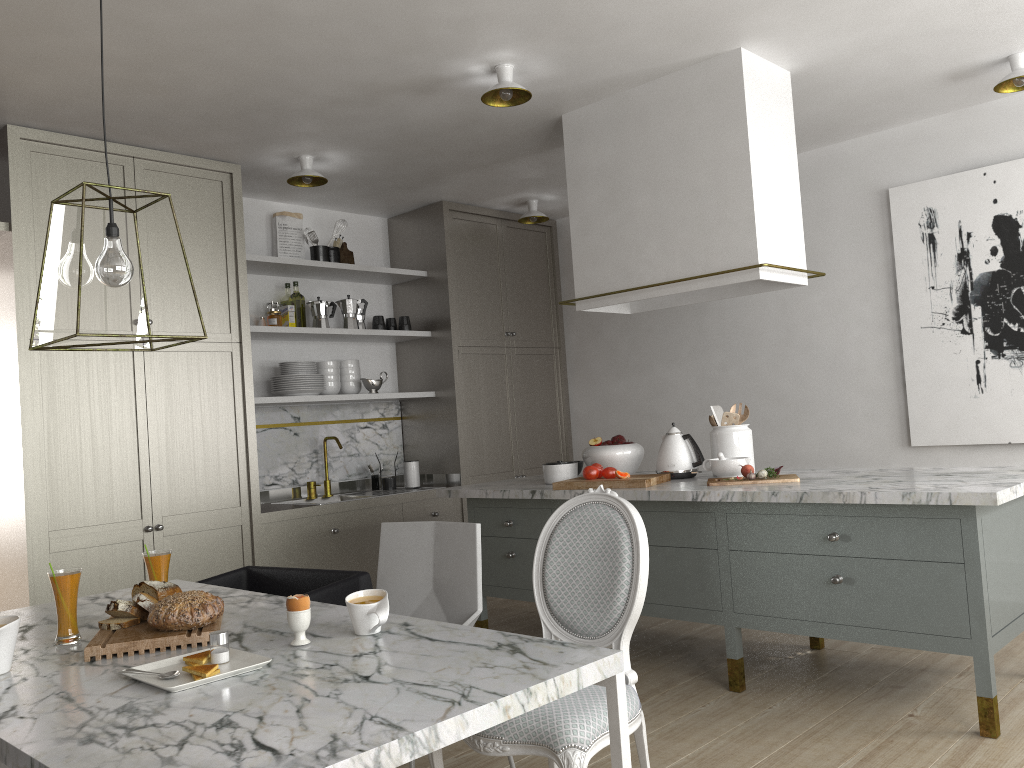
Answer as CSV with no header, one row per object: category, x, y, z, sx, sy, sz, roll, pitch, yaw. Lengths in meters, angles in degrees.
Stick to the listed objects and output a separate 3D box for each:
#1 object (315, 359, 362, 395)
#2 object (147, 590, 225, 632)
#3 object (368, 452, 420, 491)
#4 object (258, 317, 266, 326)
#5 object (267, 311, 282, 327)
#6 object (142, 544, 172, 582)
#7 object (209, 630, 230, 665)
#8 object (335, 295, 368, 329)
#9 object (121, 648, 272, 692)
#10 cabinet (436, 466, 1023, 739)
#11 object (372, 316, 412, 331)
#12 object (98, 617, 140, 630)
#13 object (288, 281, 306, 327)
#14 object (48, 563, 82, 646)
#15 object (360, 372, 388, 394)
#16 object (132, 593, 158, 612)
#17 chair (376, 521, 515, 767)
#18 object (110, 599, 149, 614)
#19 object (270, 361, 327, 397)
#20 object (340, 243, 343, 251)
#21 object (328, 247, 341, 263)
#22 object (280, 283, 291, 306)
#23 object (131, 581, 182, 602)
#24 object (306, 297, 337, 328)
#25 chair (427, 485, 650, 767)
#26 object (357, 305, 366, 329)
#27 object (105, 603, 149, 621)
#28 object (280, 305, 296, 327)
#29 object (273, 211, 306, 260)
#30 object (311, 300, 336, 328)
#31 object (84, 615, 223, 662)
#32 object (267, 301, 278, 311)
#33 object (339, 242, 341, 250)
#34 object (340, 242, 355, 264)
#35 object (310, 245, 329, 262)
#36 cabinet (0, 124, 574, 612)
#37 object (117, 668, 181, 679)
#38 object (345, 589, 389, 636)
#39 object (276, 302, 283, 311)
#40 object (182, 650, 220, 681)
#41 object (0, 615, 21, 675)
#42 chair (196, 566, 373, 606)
object,-1.025,-0.032,5.238,0.149,0.216,0.309,-6,-3,36
object,-0.724,0.501,1.975,0.157,0.075,0.151,-4,-2,-11
object,-0.712,0.517,5.322,0.307,0.229,0.144,-4,-2,-3
object,-1.383,-0.329,4.911,0.046,0.084,0.046,-3,-2,-20
object,-1.299,-0.345,4.857,0.078,0.101,0.078,-4,-2,0
object,-0.897,0.495,2.250,0.071,0.188,0.071,-3,-3,-26
object,-0.570,0.513,1.727,0.036,0.060,0.036,-4,-2,-5
object,-0.929,-0.414,5.144,0.175,0.212,0.111,-5,-2,15
object,-0.596,0.538,1.675,0.212,0.014,0.212,-6,-3,43
cabinet,0.823,0.745,3.577,2.360,0.721,0.870,-6,-3,44
object,-0.755,-0.358,5.410,0.264,0.098,0.173,-2,-3,-38
object,-0.895,0.543,2.008,0.077,0.017,0.068,-5,-3,21
object,-1.206,-0.438,4.978,0.089,0.282,0.082,-6,-3,39
object,-1.011,0.493,2.013,0.071,0.188,0.071,-3,-3,-26
object,-0.813,-0.006,5.244,0.102,0.135,0.210,-6,-3,36
object,-0.837,0.516,2.051,0.079,0.067,0.074,-5,-2,16
chair,-0.311,0.771,2.399,0.470,0.745,0.439,-6,-3,34
object,-0.893,0.525,2.068,0.083,0.057,0.072,-5,-2,19
object,-1.186,-0.023,4.923,0.300,0.195,0.306,-6,-3,40
object,-1.000,-0.761,5.304,0.092,0.183,0.038,-2,-3,-36
object,-1.064,-0.732,5.207,0.112,0.128,0.112,-5,-3,27
object,-1.266,-0.431,5.033,0.066,0.282,0.066,-6,-3,34
object,-0.854,0.511,2.141,0.086,0.087,0.090,-5,-3,21
object,-1.101,-0.402,5.139,0.175,0.212,0.111,-4,-2,-10
chair,0.091,0.683,2.131,0.480,0.833,0.505,-6,-3,41
object,-0.917,-0.386,5.300,0.087,0.167,0.138,-3,-3,-22
object,-0.892,0.525,2.039,0.083,0.055,0.073,-5,-2,20
object,-1.253,-0.364,4.953,0.077,0.141,0.044,-6,-3,39
object,-1.276,-0.822,5.086,0.183,0.327,0.074,-2,-3,-37
object,-1.059,-0.389,4.970,0.138,0.167,0.087,-6,-3,40
object,-0.805,0.560,2.032,0.260,0.031,0.360,-3,-2,-16
object,-1.328,-0.376,4.924,0.059,0.172,0.059,-5,-2,16
object,-1.024,-0.760,5.304,0.092,0.185,0.023,-2,-3,-36
object,-0.989,-0.761,5.304,0.092,0.183,0.038,-2,-3,-36
object,-1.106,-0.729,5.102,0.108,0.118,0.108,-6,-3,35
cabinet,-1.828,0.143,4.437,0.947,2.377,5.433,-6,-3,44
object,-0.672,0.540,1.650,0.132,0.013,0.032,-5,-2,18
object,-0.293,0.491,1.896,0.138,0.085,0.089,-6,-3,39
object,-1.314,-0.375,4.987,0.059,0.172,0.059,-3,-2,-20
object,-0.590,0.535,1.684,0.068,0.014,0.197,-3,-2,-18
object,-1.033,0.527,1.754,0.110,0.105,0.170,-3,-3,-26
chair,-0.749,0.888,2.672,0.569,0.597,0.609,-6,-3,34
